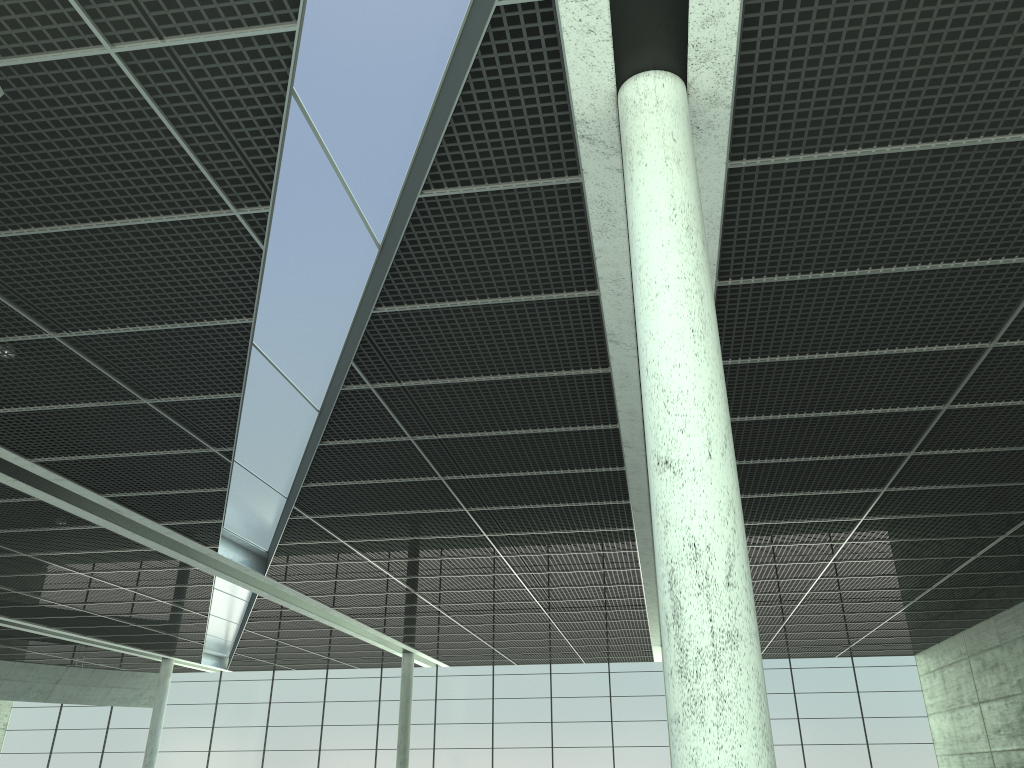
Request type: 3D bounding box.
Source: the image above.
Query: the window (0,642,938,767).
[{"bbox_3d":[-16.147,18.417,49.849,99.999,16.079,100.357,-4,-26,8],"label":"window"}]
